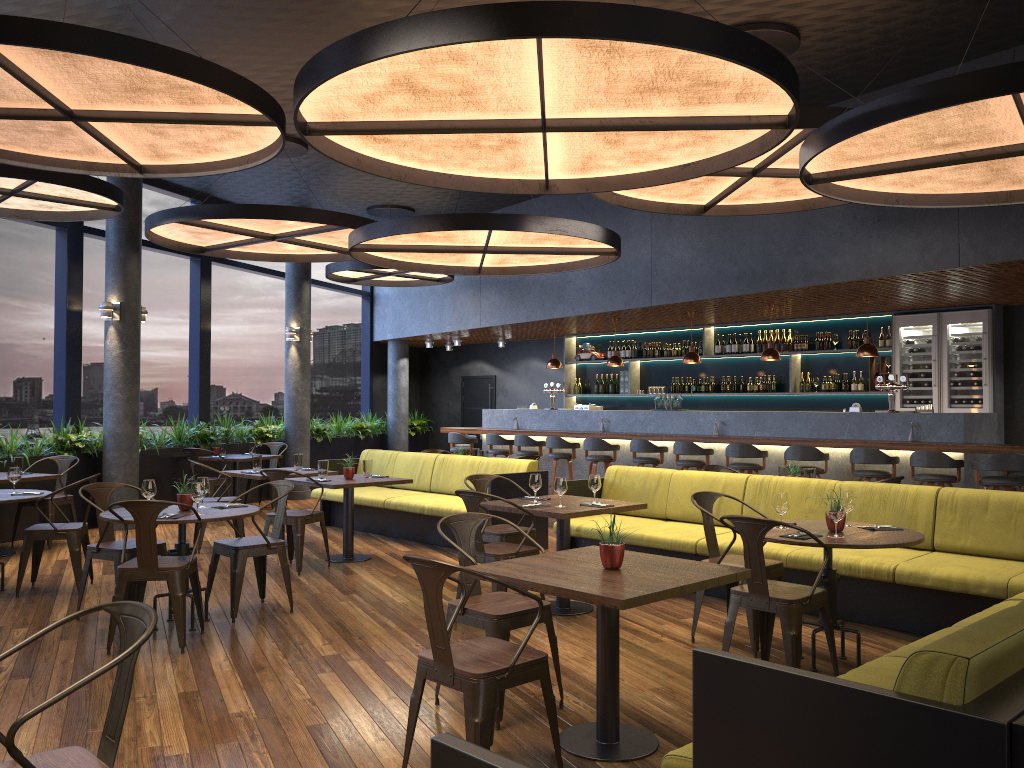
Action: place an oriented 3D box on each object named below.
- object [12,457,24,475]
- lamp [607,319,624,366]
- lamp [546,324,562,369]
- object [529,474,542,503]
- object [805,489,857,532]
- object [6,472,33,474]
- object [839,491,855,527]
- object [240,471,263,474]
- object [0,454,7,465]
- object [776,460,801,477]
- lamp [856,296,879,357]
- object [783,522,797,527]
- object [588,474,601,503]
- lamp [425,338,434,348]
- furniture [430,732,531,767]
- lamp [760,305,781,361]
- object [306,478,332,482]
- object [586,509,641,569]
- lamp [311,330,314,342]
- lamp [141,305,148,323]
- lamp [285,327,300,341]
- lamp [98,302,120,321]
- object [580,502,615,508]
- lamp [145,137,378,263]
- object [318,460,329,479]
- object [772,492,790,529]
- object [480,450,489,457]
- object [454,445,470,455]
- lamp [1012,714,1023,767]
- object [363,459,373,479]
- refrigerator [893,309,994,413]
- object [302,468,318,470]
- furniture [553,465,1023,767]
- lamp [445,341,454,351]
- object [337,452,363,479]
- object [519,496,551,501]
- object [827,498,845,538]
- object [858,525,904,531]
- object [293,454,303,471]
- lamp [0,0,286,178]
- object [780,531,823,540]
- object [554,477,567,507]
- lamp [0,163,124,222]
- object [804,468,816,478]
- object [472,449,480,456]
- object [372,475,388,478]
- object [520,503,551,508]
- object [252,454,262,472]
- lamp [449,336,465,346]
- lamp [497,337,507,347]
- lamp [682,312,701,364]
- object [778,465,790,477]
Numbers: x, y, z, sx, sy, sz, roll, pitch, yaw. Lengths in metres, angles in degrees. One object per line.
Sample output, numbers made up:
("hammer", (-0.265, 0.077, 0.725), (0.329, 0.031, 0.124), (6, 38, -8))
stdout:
("object", (-4.913, 0.818, 8.822), (0.102, 0.178, 0.102), (-1, -2, 38))
("lamp", (1.472, -0.591, 12.649), (0.250, 0.673, 0.250), (0, -1, -11))
("lamp", (0.645, -0.574, 13.508), (0.250, 0.673, 0.250), (-1, -2, 34))
("object", (0.173, 0.767, 6.540), (0.097, 0.206, 0.097), (-1, -2, 38))
("object", (1.848, 0.702, 5.067), (0.238, 0.271, 0.260), (1, -1, -22))
("object", (-4.969, 0.901, 8.985), (0.255, 0.019, 0.157), (0, -1, 22))
("object", (1.988, 0.742, 5.270), (0.097, 0.206, 0.097), (0, -1, -2))
("object", (-2.711, 0.912, 9.205), (0.157, 0.019, 0.255), (1, -2, -44))
("object", (-5.121, 0.769, 8.717), (0.260, 0.271, 0.238), (1, -2, -28))
("object", (2.440, 0.764, 7.665), (0.238, 0.271, 0.260), (1, -1, -22))
("lamp", (4.011, -0.646, 10.013), (0.250, 0.673, 0.250), (0, -1, -11))
("object", (1.607, 0.837, 5.346), (0.157, 0.019, 0.255), (1, -2, -37))
("object", (0.604, 0.767, 6.485), (0.097, 0.206, 0.097), (-1, -2, 38))
("lamp", (-1.551, -0.767, 16.633), (0.228, 0.172, 0.228), (1, -2, -44))
("furniture", (-2.357, 1.056, 1.707), (3.372, 0.914, 4.503), (1, -2, -44))
("lamp", (3.173, -0.628, 10.883), (0.250, 0.673, 0.250), (0, -1, -11))
("object", (-1.815, 0.893, 8.275), (0.157, 0.019, 0.255), (1, -2, -44))
("object", (0.428, 0.671, 3.896), (0.260, 0.271, 0.238), (0, -1, -9))
("lamp", (-3.265, -0.762, 14.204), (0.215, 0.215, 0.189), (0, -1, 25))
("lamp", (-4.558, -0.843, 10.869), (0.215, 0.215, 0.189), (0, -1, 22))
("lamp", (-3.407, -0.775, 13.658), (0.215, 0.215, 0.189), (0, -1, 7))
("lamp", (-4.721, -0.856, 10.330), (0.215, 0.215, 0.189), (0, -1, 13))
("object", (0.587, 0.857, 6.309), (0.157, 0.019, 0.255), (1, -2, -44))
("lamp", (-2.757, -2.208, 10.302), (2.778, 1.159, 2.778), (0, -1, -8))
("object", (-1.800, 0.817, 8.450), (0.102, 0.178, 0.102), (1, -2, -38))
("object", (1.571, 0.739, 5.178), (0.097, 0.206, 0.097), (1, -1, -19))
("object", (-0.323, 0.865, 10.356), (0.102, 0.178, 0.102), (-1, -2, 32))
("object", (-0.597, 0.818, 10.334), (0.238, 0.271, 0.260), (1, -2, -39))
("lamp", (5.384, 0.228, 3.972), (9.057, 2.714, 3.017), (1, -2, -44))
("object", (-1.392, 0.821, 8.567), (0.102, 0.178, 0.102), (0, -1, 12))
("refrigerator", (5.426, 0.168, 11.092), (0.454, 2.109, 1.159), (1, -2, -44))
("object", (-2.210, 0.924, 9.642), (0.157, 0.019, 0.255), (1, -2, -44))
("furniture", (2.151, 1.125, 4.184), (7.462, 0.914, 4.895), (-1, -2, 41))
("lamp", (-1.238, -0.748, 17.451), (0.228, 0.172, 0.228), (1, -2, -44))
("object", (-1.552, 0.773, 8.490), (0.238, 0.271, 0.260), (0, -1, -5))
("object", (0.190, 0.865, 6.711), (0.157, 0.019, 0.255), (1, -2, -44))
("object", (1.772, 0.732, 4.850), (0.097, 0.206, 0.097), (0, -1, -5))
("object", (2.126, 0.834, 5.162), (0.255, 0.019, 0.157), (0, -1, -12))
("object", (-2.288, 0.840, 9.497), (0.102, 0.178, 0.102), (0, -1, 22))
("lamp", (-2.948, -2.310, 5.950), (2.778, 1.159, 2.778), (0, -1, 23))
("object", (1.599, 0.826, 4.871), (0.255, 0.019, 0.157), (1, -2, -41))
("object", (0.342, 0.761, 6.242), (0.097, 0.206, 0.097), (1, -2, -43))
("lamp", (-4.815, -2.313, 8.557), (1.979, 1.093, 1.979), (0, -1, 10))
("object", (2.524, 0.807, 7.514), (0.102, 0.178, 0.102), (-1, -2, 32))
("object", (-0.440, 0.875, 10.764), (0.102, 0.178, 0.102), (0, -1, -8))
("object", (-1.314, 0.905, 8.712), (0.157, 0.019, 0.255), (1, -2, -44))
("object", (0.168, 0.855, 6.257), (0.255, 0.019, 0.157), (1, -2, -44))
("object", (-2.696, 0.837, 9.381), (0.102, 0.178, 0.102), (0, -1, 22))
("lamp", (-0.985, -0.780, 16.020), (0.228, 0.172, 0.228), (1, -2, -44))
("lamp", (-0.190, -0.770, 16.363), (0.228, 0.172, 0.228), (1, -2, -44))
("lamp", (2.373, -0.611, 11.714), (0.250, 0.673, 0.250), (0, -1, -11))
("object", (2.421, 0.815, 7.887), (0.102, 0.178, 0.102), (0, -1, -8))
